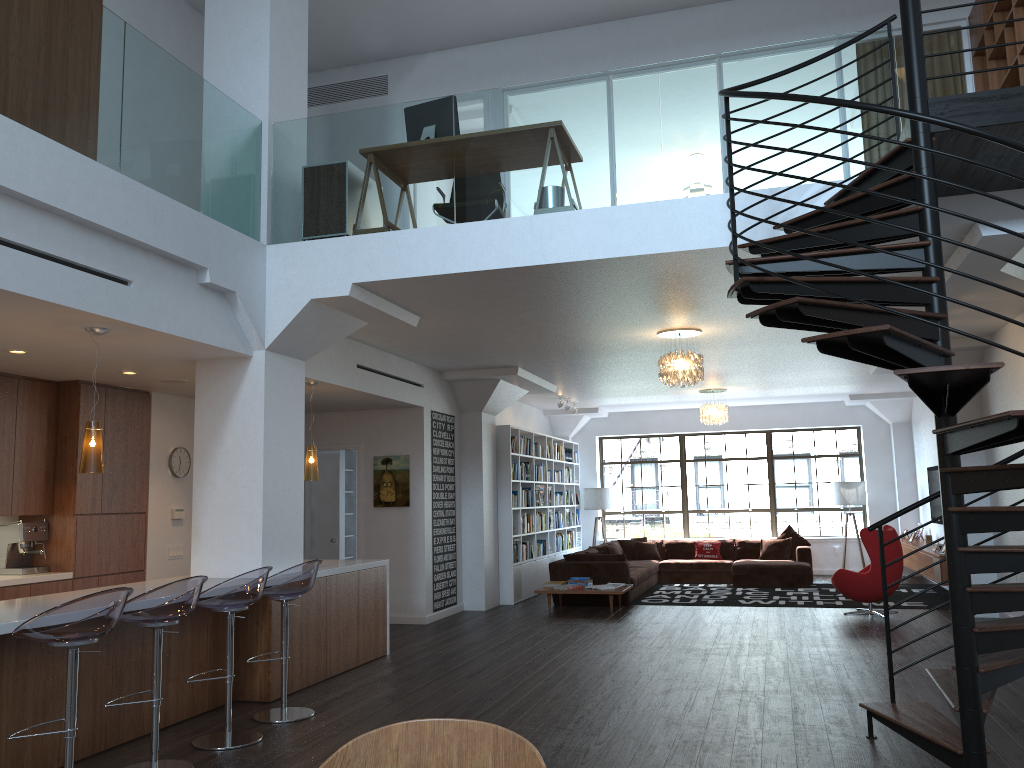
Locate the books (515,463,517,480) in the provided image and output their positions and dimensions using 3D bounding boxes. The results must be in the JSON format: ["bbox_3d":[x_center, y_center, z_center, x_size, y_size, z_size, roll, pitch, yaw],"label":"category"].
[{"bbox_3d":[-0.023,1.230,12.427,0.174,0.242,0.105,-3,-8,16],"label":"books"}]

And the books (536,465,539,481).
[{"bbox_3d":[0.316,1.369,13.581,0.182,0.253,0.034,-3,-8,16],"label":"books"}]

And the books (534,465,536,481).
[{"bbox_3d":[0.272,1.348,13.414,0.182,0.253,0.034,-3,-8,16],"label":"books"}]

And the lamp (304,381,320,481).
[{"bbox_3d":[-1.830,0.430,8.103,0.149,0.900,0.149,3,-9,-29],"label":"lamp"}]

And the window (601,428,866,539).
[{"bbox_3d":[3.952,1.862,16.276,4.648,1.905,0.114,-3,-8,16],"label":"window"}]

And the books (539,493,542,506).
[{"bbox_3d":[0.364,1.783,13.660,0.161,0.207,0.135,-3,-8,15],"label":"books"}]

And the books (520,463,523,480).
[{"bbox_3d":[0.063,1.267,12.764,0.183,0.253,0.042,-3,-8,16],"label":"books"}]

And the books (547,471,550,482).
[{"bbox_3d":[0.547,1.504,14.346,0.128,0.178,0.021,-3,-8,16],"label":"books"}]

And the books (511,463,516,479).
[{"bbox_3d":[-0.042,1.223,12.346,0.172,0.235,0.112,-3,-8,16],"label":"books"}]

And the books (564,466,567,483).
[{"bbox_3d":[0.860,1.585,15.441,0.176,0.290,0.053,-3,-8,15],"label":"books"}]

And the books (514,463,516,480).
[{"bbox_3d":[-0.040,1.227,12.391,0.172,0.239,0.093,-3,-8,16],"label":"books"}]

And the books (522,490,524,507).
[{"bbox_3d":[0.083,1.648,12.718,0.174,0.239,0.045,-3,-8,16],"label":"books"}]

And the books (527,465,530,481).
[{"bbox_3d":[0.167,1.315,13.096,0.174,0.240,0.054,-3,-8,16],"label":"books"}]

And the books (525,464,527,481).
[{"bbox_3d":[0.126,1.296,12.993,0.183,0.253,0.042,-3,-8,16],"label":"books"}]

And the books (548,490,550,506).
[{"bbox_3d":[0.516,1.827,14.184,0.174,0.251,0.051,-3,-8,16],"label":"books"}]

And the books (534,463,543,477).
[{"bbox_3d":[0.400,1.390,13.895,0.176,0.290,0.053,-3,-8,16],"label":"books"}]

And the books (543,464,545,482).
[{"bbox_3d":[0.413,1.400,13.954,0.197,0.283,0.065,-3,-8,16],"label":"books"}]

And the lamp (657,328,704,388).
[{"bbox_3d":[1.659,-0.243,8.726,0.442,0.539,0.441,3,-9,-31],"label":"lamp"}]

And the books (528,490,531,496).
[{"bbox_3d":[0.188,1.688,13.090,0.182,0.253,0.034,-3,-8,16],"label":"books"}]

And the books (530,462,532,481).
[{"bbox_3d":[0.212,1.310,13.258,0.176,0.291,0.053,-3,-8,16],"label":"books"}]

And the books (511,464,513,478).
[{"bbox_3d":[-0.066,1.225,12.288,0.161,0.218,0.101,-3,-8,16],"label":"books"}]

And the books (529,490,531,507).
[{"bbox_3d":[0.184,1.690,13.049,0.174,0.239,0.045,-3,-8,16],"label":"books"}]

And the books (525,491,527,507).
[{"bbox_3d":[0.126,1.674,12.889,0.167,0.230,0.037,-3,-8,16],"label":"books"}]

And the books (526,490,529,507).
[{"bbox_3d":[0.154,1.671,12.955,0.182,0.253,0.034,-3,-8,16],"label":"books"}]

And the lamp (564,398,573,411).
[{"bbox_3d":[0.896,0.335,14.272,0.120,0.211,0.111,2,-8,-24],"label":"lamp"}]

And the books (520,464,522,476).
[{"bbox_3d":[0.037,1.265,12.677,0.174,0.236,0.142,-4,-8,17],"label":"books"}]

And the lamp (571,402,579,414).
[{"bbox_3d":[1.043,0.397,14.766,0.120,0.211,0.111,0,-8,-10],"label":"lamp"}]

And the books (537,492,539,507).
[{"bbox_3d":[0.322,1.755,13.510,0.161,0.223,0.032,-3,-8,16],"label":"books"}]

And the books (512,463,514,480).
[{"bbox_3d":[-0.054,1.222,12.316,0.152,0.232,0.104,-3,-8,16],"label":"books"}]

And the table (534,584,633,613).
[{"bbox_3d":[0.924,2.710,11.201,1.100,0.271,0.853,-3,-8,16],"label":"table"}]

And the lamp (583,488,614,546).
[{"bbox_3d":[1.604,2.699,16.223,0.545,1.579,0.545,-2,-8,5],"label":"lamp"}]

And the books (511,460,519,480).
[{"bbox_3d":[0.007,1.215,12.501,0.176,0.290,0.053,-3,-8,16],"label":"books"}]

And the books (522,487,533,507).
[{"bbox_3d":[0.215,1.681,13.184,0.176,0.294,0.102,-3,-8,16],"label":"books"}]

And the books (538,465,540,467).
[{"bbox_3d":[0.353,1.389,13.731,0.159,0.250,0.026,-3,-8,16],"label":"books"}]

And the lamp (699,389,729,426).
[{"bbox_3d":[3.080,0.364,13.545,0.442,0.539,0.441,3,-9,-31],"label":"lamp"}]

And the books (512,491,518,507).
[{"bbox_3d":[0.014,1.619,12.455,0.140,0.231,0.042,-3,-8,16],"label":"books"}]

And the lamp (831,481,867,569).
[{"bbox_3d":[5.713,2.438,14.934,0.545,1.579,0.545,-5,-8,27],"label":"lamp"}]

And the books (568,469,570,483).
[{"bbox_3d":[0.933,1.631,15.663,0.183,0.253,0.034,-3,-8,15],"label":"books"}]

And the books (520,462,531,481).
[{"bbox_3d":[0.181,1.308,13.213,0.198,0.284,0.049,-3,-8,16],"label":"books"}]

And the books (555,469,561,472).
[{"bbox_3d":[0.768,1.576,15.134,0.140,0.231,0.042,-3,-8,16],"label":"books"}]

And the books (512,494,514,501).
[{"bbox_3d":[-0.041,1.621,12.275,0.134,0.184,0.030,-3,-8,16],"label":"books"}]

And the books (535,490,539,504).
[{"bbox_3d":[0.318,1.746,13.551,0.183,0.253,0.042,-3,-8,16],"label":"books"}]

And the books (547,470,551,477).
[{"bbox_3d":[0.556,1.500,14.408,0.146,0.202,0.027,-3,-8,16],"label":"books"}]

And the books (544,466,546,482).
[{"bbox_3d":[0.448,1.425,14.018,0.159,0.250,0.026,-3,-8,16],"label":"books"}]

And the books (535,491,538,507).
[{"bbox_3d":[0.297,1.738,13.440,0.174,0.240,0.054,-3,-8,16],"label":"books"}]

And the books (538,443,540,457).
[{"bbox_3d":[0.347,1.035,13.794,0.158,0.226,0.052,-3,-8,16],"label":"books"}]

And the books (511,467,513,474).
[{"bbox_3d":[-0.082,1.233,12.210,0.161,0.182,0.170,-3,-8,16],"label":"books"}]

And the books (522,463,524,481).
[{"bbox_3d":[0.081,1.275,12.848,0.180,0.259,0.042,-3,-8,16],"label":"books"}]

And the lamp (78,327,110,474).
[{"bbox_3d":[-1.492,-0.270,6.327,2.842,1.807,0.149,4,-9,-34],"label":"lamp"}]

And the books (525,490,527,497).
[{"bbox_3d":[0.122,1.668,12.929,0.182,0.253,0.034,-3,-8,16],"label":"books"}]

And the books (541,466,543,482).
[{"bbox_3d":[0.384,1.405,13.817,0.174,0.239,0.045,-3,-8,16],"label":"books"}]

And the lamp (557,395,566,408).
[{"bbox_3d":[0.754,0.274,13.790,0.120,0.211,0.111,5,-10,-39],"label":"lamp"}]

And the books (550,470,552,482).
[{"bbox_3d":[0.572,1.502,14.432,0.146,0.202,0.027,-3,-8,16],"label":"books"}]

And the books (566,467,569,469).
[{"bbox_3d":[0.934,1.618,15.701,0.176,0.290,0.036,-3,-8,15],"label":"books"}]

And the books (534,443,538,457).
[{"bbox_3d":[0.338,1.027,13.746,0.140,0.231,0.042,-3,-8,16],"label":"books"}]
